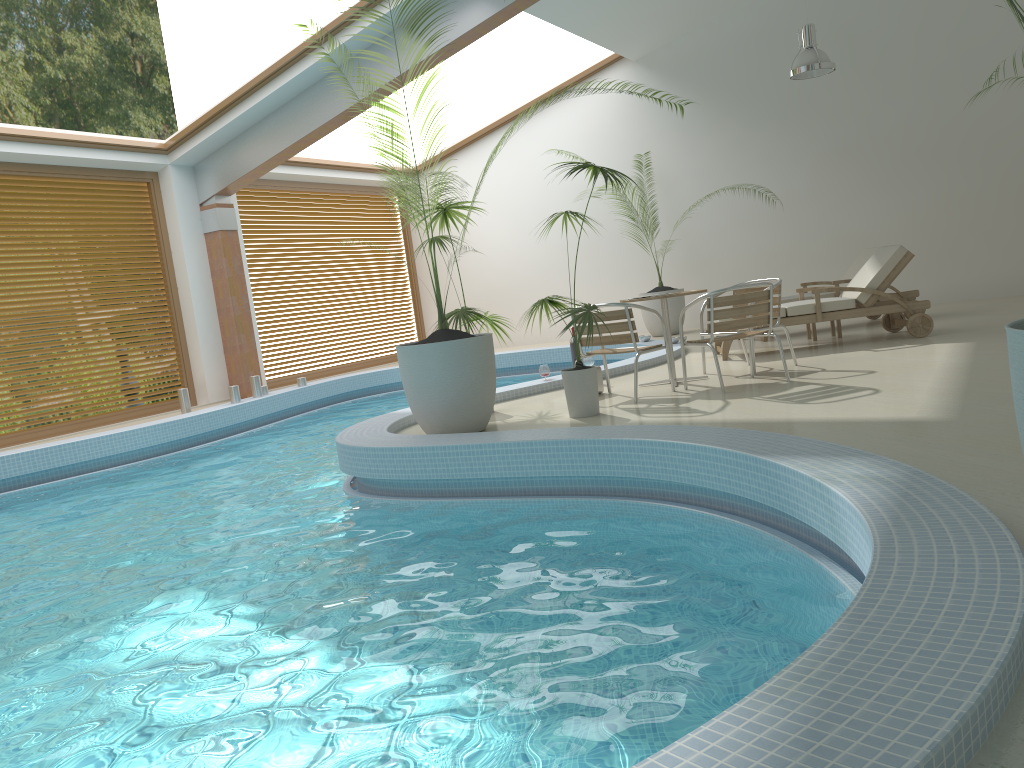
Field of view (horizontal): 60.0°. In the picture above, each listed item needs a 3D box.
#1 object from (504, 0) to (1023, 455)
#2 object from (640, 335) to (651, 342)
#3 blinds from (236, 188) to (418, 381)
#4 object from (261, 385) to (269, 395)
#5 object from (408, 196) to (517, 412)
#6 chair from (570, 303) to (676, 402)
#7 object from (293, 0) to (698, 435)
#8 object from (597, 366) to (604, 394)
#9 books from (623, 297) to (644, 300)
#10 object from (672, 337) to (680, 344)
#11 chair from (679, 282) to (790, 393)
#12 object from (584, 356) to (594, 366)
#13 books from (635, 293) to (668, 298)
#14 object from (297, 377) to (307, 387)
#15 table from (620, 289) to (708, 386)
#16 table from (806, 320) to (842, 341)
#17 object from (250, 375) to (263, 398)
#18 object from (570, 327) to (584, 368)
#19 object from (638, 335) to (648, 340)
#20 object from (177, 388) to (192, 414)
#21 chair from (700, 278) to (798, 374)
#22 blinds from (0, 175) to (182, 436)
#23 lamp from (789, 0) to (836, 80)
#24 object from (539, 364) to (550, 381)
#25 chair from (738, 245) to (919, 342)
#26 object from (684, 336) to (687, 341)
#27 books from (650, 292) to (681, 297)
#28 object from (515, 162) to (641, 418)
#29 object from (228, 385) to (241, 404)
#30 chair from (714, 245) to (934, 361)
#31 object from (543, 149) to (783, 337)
[{"bbox_3d":[1.240,-0.963,1.864,2.729,2.960,2.979,-8,6,-5],"label":"object"},{"bbox_3d":[1.677,-0.566,11.111,0.140,0.069,0.140,-8,6,-1],"label":"object"},{"bbox_3d":[-2.975,-1.641,14.258,0.095,2.921,4.414,-4,7,30],"label":"blinds"},{"bbox_3d":[-3.025,0.079,10.791,0.115,0.107,0.115,-9,6,-11],"label":"object"},{"bbox_3d":[-0.411,-0.607,6.942,0.791,1.695,1.059,-6,6,17],"label":"object"},{"bbox_3d":[0.811,-0.264,6.706,0.618,0.727,0.563,-3,8,42],"label":"chair"},{"bbox_3d":[-0.505,-1.156,6.098,2.729,2.960,2.979,-13,8,-43],"label":"object"},{"bbox_3d":[0.605,-0.015,7.105,0.272,0.223,0.081,-12,7,-40],"label":"object"},{"bbox_3d":[1.008,-0.695,7.180,0.241,0.004,0.166,-10,6,-19],"label":"books"},{"bbox_3d":[1.872,-0.501,10.216,0.140,0.069,0.140,-8,6,-1],"label":"object"},{"bbox_3d":[1.616,-0.357,6.554,0.618,0.727,0.563,-10,6,-18],"label":"chair"},{"bbox_3d":[0.738,-0.210,8.496,0.102,0.137,0.102,-3,7,38],"label":"object"},{"bbox_3d":[1.109,-0.707,7.123,0.241,0.004,0.166,-10,6,-19],"label":"books"},{"bbox_3d":[-2.705,-0.027,11.414,0.115,0.107,0.115,-9,6,-11],"label":"object"},{"bbox_3d":[1.267,-0.364,7.196,0.700,0.720,0.700,-13,8,-41],"label":"table"},{"bbox_3d":[3.243,-0.601,9.236,0.283,0.255,0.320,-7,6,8],"label":"table"},{"bbox_3d":[-3.041,0.031,10.546,0.115,0.254,0.115,-10,6,-20],"label":"object"},{"bbox_3d":[0.591,-0.311,8.179,0.109,0.435,0.109,-10,6,-25],"label":"object"},{"bbox_3d":[1.682,-0.585,11.293,0.140,0.069,0.140,-8,6,-1],"label":"object"},{"bbox_3d":[-3.748,0.213,10.163,0.115,0.320,0.115,-9,6,-11],"label":"object"},{"bbox_3d":[1.926,-0.480,7.363,0.563,0.727,0.618,-11,6,-28],"label":"chair"},{"bbox_3d":[-5.461,-0.855,9.771,0.095,2.921,4.200,-4,7,30],"label":"blinds"},{"bbox_3d":[3.309,-4.511,10.047,0.506,1.958,0.505,-4,7,30],"label":"lamp"},{"bbox_3d":[0.297,-0.105,8.042,0.102,0.137,0.102,-3,7,38],"label":"object"},{"bbox_3d":[3.596,-1.057,10.221,1.903,0.866,0.861,-8,6,-8],"label":"chair"},{"bbox_3d":[2.156,-0.565,11.263,0.140,0.069,0.140,-8,6,-1],"label":"object"},{"bbox_3d":[1.202,-0.710,7.071,0.241,0.004,0.166,-10,6,-19],"label":"books"},{"bbox_3d":[0.473,-0.630,5.995,0.791,1.695,1.059,-10,6,-25],"label":"object"},{"bbox_3d":[-3.170,0.120,10.140,0.115,0.194,0.115,-10,6,-20],"label":"object"},{"bbox_3d":[2.921,-0.801,8.586,1.903,0.866,0.861,-7,6,8],"label":"chair"},{"bbox_3d":[2.158,-2.176,12.658,2.979,2.960,2.729,-8,6,-6],"label":"object"}]
